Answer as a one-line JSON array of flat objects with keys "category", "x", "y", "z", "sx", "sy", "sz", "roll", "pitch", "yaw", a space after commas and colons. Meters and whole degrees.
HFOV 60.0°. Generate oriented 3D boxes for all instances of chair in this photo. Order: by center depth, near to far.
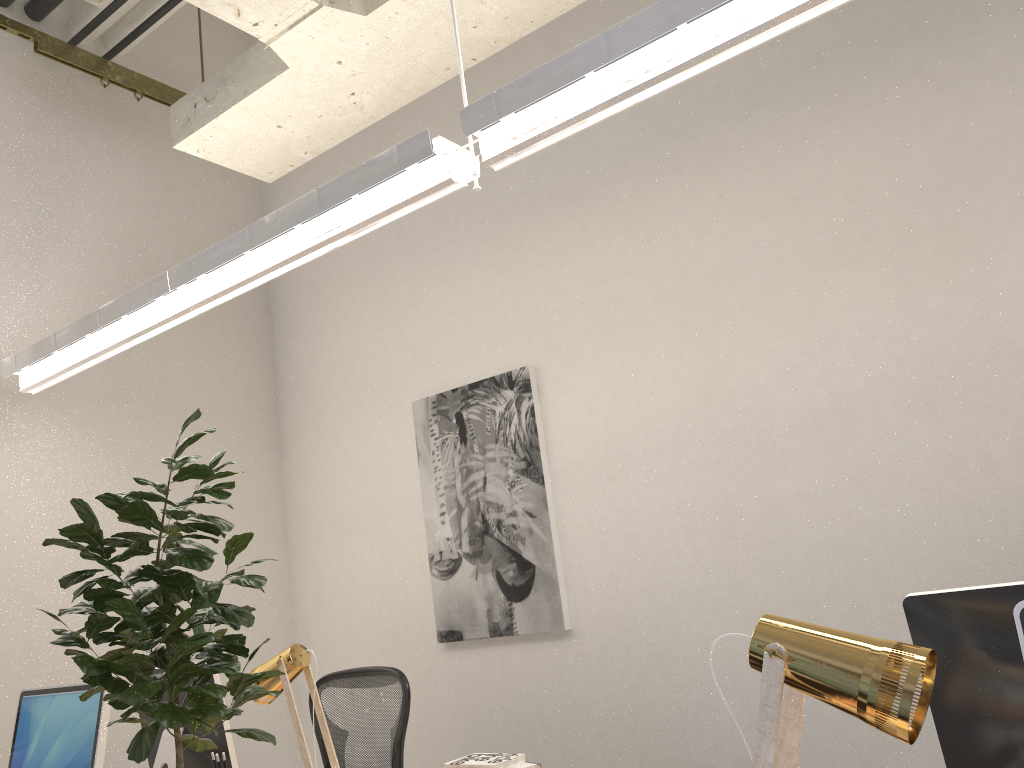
[{"category": "chair", "x": -0.685, "y": 1.695, "z": 3.450, "sx": 0.771, "sy": 1.082, "sz": 0.794, "roll": -12, "pitch": -14, "yaw": 18}]

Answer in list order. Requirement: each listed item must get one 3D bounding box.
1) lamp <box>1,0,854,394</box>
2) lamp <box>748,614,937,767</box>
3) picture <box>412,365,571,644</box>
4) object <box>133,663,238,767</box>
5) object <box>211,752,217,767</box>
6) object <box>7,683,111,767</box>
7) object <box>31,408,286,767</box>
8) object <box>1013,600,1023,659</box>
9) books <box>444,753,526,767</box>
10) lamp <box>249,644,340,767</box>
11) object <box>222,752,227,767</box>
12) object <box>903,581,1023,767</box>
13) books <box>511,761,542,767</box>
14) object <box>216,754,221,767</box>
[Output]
[{"category": "lamp", "x": 0.702, "y": -2.186, "z": 1.959, "sx": 7.316, "sy": 2.855, "sz": 0.226, "roll": -17, "pitch": -16, "yaw": 34}, {"category": "lamp", "x": 0.433, "y": 0.550, "z": 1.215, "sx": 0.345, "sy": 0.468, "sz": 0.128, "roll": -17, "pitch": -16, "yaw": 34}, {"category": "picture", "x": -0.124, "y": 0.575, "z": 4.149, "sx": 0.732, "sy": 1.179, "sz": 0.049, "roll": -17, "pitch": -16, "yaw": 34}, {"category": "object", "x": -1.152, "y": 1.219, "z": 3.053, "sx": 0.484, "sy": 0.483, "sz": 0.190, "roll": -17, "pitch": -16, "yaw": 34}, {"category": "object", "x": -0.917, "y": 1.265, "z": 2.787, "sx": 0.054, "sy": 0.206, "sz": 0.008, "roll": -12, "pitch": -13, "yaw": 18}, {"category": "object", "x": -1.258, "y": 1.095, "z": 2.484, "sx": 0.484, "sy": 0.483, "sz": 0.190, "roll": -17, "pitch": -16, "yaw": 34}, {"category": "object", "x": -0.742, "y": 0.574, "z": 1.884, "sx": 0.514, "sy": 1.074, "sz": 0.439, "roll": -14, "pitch": -14, "yaw": 25}, {"category": "object", "x": 0.889, "y": 0.465, "z": 0.995, "sx": 0.484, "sy": 0.483, "sz": 0.190, "roll": -17, "pitch": -16, "yaw": 34}, {"category": "books", "x": -0.080, "y": 1.106, "z": 2.589, "sx": 0.185, "sy": 0.030, "sz": 0.153, "roll": -16, "pitch": -16, "yaw": 32}, {"category": "lamp", "x": -0.703, "y": 1.079, "z": 2.846, "sx": 0.345, "sy": 0.468, "sz": 0.126, "roll": -17, "pitch": -16, "yaw": 34}, {"category": "object", "x": -0.890, "y": 1.259, "z": 2.778, "sx": 0.008, "sy": 0.206, "sz": 0.054, "roll": -8, "pitch": -13, "yaw": 0}, {"category": "object", "x": 0.995, "y": 0.590, "z": 1.563, "sx": 0.484, "sy": 0.483, "sz": 0.190, "roll": -17, "pitch": -16, "yaw": 34}, {"category": "books", "x": -0.066, "y": 1.138, "z": 2.594, "sx": 0.193, "sy": 0.044, "sz": 0.258, "roll": 3, "pitch": -17, "yaw": -36}, {"category": "object", "x": -0.900, "y": 1.259, "z": 2.770, "sx": 0.008, "sy": 0.206, "sz": 0.054, "roll": -13, "pitch": -14, "yaw": 21}]
